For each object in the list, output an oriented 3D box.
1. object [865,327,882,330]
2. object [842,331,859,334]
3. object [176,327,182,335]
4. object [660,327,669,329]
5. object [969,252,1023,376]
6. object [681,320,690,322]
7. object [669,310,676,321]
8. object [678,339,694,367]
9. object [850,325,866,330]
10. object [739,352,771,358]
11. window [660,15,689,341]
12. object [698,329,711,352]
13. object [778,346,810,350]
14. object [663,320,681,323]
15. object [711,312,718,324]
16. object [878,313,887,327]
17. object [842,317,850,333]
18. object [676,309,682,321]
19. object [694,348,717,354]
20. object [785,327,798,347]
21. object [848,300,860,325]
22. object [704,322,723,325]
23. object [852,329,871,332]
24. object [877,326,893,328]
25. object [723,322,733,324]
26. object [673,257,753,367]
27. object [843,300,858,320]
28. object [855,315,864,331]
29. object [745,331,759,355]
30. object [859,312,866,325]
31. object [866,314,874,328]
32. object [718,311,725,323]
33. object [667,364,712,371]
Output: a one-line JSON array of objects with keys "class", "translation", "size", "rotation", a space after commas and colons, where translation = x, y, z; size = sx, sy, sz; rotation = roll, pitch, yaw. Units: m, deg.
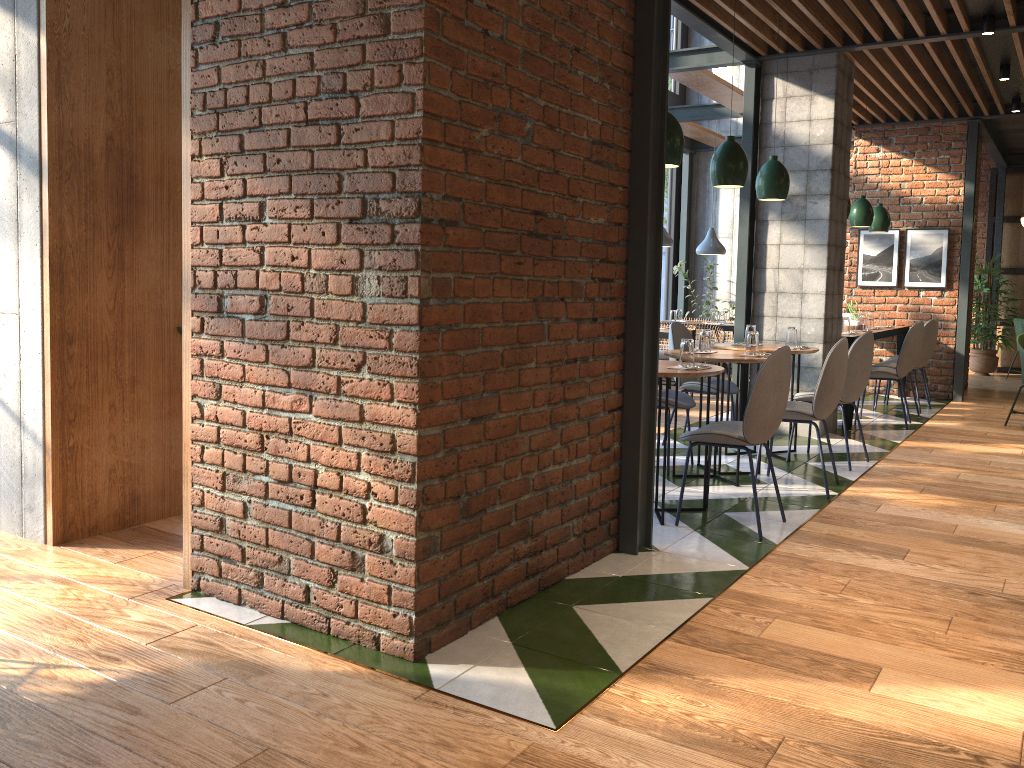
[{"class": "object", "translation": [3.529, -0.548, 8.685], "size": [0.158, 0.019, 0.243], "rotation": [6, 8, 33]}, {"class": "object", "translation": [2.919, -0.447, 7.707], "size": [0.158, 0.019, 0.243], "rotation": [6, 8, 33]}, {"class": "object", "translation": [-1.736, -0.314, 4.666], "size": [1.063, 1.767, 1.021], "rotation": [1, 5, 1]}, {"class": "object", "translation": [1.492, -0.569, 8.973], "size": [0.243, 0.019, 0.158], "rotation": [6, 8, 34]}, {"class": "object", "translation": [6.531, -0.979, 12.217], "size": [0.978, 1.717, 0.917], "rotation": [1, 5, -2]}, {"class": "object", "translation": [2.073, -0.779, 10.872], "size": [0.243, 0.019, 0.158], "rotation": [6, 8, 33]}, {"class": "object", "translation": [1.925, -0.816, 10.594], "size": [0.080, 0.138, 0.080], "rotation": [-1, 5, -26]}, {"class": "object", "translation": [0.873, -0.156, 4.425], "size": [0.080, 0.138, 0.080], "rotation": [0, 5, -21]}, {"class": "object", "translation": [3.267, -0.549, 8.525], "size": [0.251, 0.046, 0.254], "rotation": [2, 7, 6]}, {"class": "object", "translation": [1.449, -0.176, 5.276], "size": [0.157, 0.019, 0.243], "rotation": [5, 8, 29]}, {"class": "window", "translation": [-0.088, -3.011, 8.237], "size": [0.127, 5.579, 8.741], "rotation": [4, 6, 32]}, {"class": "object", "translation": [1.183, -0.267, 5.429], "size": [0.080, 0.138, 0.080], "rotation": [6, 6, 42]}, {"class": "object", "translation": [1.904, -0.250, 5.988], "size": [0.158, 0.019, 0.243], "rotation": [6, 8, 37]}, {"class": "object", "translation": [1.905, -0.749, 10.583], "size": [0.243, 0.019, 0.158], "rotation": [5, 8, 31]}, {"class": "object", "translation": [2.361, -0.773, 10.316], "size": [0.080, 0.138, 0.080], "rotation": [2, 5, 6]}, {"class": "object", "translation": [3.836, -0.663, 9.162], "size": [0.080, 0.138, 0.080], "rotation": [2, 5, 6]}, {"class": "object", "translation": [2.913, -0.516, 7.733], "size": [0.080, 0.138, 0.080], "rotation": [-2, 6, -34]}, {"class": "object", "translation": [2.044, -0.844, 10.859], "size": [0.080, 0.138, 0.080], "rotation": [2, 5, 6]}, {"class": "object", "translation": [1.167, -0.204, 5.456], "size": [0.157, 0.019, 0.243], "rotation": [5, 8, 29]}, {"class": "object", "translation": [1.900, -0.319, 6.015], "size": [0.080, 0.138, 0.080], "rotation": [1, 5, 1]}, {"class": "object", "translation": [3.265, -0.659, 8.444], "size": [0.116, 0.281, 0.128], "rotation": [4, 5, 28]}, {"class": "object", "translation": [2.337, -0.706, 10.308], "size": [0.243, 0.019, 0.158], "rotation": [6, 8, 33]}, {"class": "object", "translation": [3.236, -0.497, 8.199], "size": [0.158, 0.019, 0.243], "rotation": [6, 8, 33]}, {"class": "object", "translation": [3.843, -0.593, 9.136], "size": [0.158, 0.019, 0.243], "rotation": [6, 8, 33]}, {"class": "object", "translation": [2.535, -0.733, 10.578], "size": [0.243, 0.019, 0.158], "rotation": [6, 8, 33]}, {"class": "object", "translation": [2.568, -0.878, 11.504], "size": [0.899, 1.492, 0.862], "rotation": [-2, 6, -38]}, {"class": "object", "translation": [3.270, -0.671, 8.571], "size": [0.146, 0.275, 0.146], "rotation": [2, 5, 13]}, {"class": "object", "translation": [3.230, -0.567, 8.225], "size": [0.080, 0.138, 0.080], "rotation": [1, 5, -4]}, {"class": "object", "translation": [1.441, -0.246, 5.301], "size": [0.080, 0.138, 0.080], "rotation": [0, 5, -18]}, {"class": "object", "translation": [3.668, -0.680, 9.272], "size": [0.080, 0.138, 0.080], "rotation": [-2, 6, -36]}, {"class": "object", "translation": [3.523, -0.617, 8.711], "size": [0.080, 0.138, 0.080], "rotation": [2, 5, 6]}, {"class": "object", "translation": [2.506, -0.799, 10.565], "size": [0.080, 0.138, 0.080], "rotation": [2, 5, 6]}, {"class": "object", "translation": [0.878, -0.087, 4.399], "size": [0.158, 0.019, 0.243], "rotation": [6, 8, 36]}]
